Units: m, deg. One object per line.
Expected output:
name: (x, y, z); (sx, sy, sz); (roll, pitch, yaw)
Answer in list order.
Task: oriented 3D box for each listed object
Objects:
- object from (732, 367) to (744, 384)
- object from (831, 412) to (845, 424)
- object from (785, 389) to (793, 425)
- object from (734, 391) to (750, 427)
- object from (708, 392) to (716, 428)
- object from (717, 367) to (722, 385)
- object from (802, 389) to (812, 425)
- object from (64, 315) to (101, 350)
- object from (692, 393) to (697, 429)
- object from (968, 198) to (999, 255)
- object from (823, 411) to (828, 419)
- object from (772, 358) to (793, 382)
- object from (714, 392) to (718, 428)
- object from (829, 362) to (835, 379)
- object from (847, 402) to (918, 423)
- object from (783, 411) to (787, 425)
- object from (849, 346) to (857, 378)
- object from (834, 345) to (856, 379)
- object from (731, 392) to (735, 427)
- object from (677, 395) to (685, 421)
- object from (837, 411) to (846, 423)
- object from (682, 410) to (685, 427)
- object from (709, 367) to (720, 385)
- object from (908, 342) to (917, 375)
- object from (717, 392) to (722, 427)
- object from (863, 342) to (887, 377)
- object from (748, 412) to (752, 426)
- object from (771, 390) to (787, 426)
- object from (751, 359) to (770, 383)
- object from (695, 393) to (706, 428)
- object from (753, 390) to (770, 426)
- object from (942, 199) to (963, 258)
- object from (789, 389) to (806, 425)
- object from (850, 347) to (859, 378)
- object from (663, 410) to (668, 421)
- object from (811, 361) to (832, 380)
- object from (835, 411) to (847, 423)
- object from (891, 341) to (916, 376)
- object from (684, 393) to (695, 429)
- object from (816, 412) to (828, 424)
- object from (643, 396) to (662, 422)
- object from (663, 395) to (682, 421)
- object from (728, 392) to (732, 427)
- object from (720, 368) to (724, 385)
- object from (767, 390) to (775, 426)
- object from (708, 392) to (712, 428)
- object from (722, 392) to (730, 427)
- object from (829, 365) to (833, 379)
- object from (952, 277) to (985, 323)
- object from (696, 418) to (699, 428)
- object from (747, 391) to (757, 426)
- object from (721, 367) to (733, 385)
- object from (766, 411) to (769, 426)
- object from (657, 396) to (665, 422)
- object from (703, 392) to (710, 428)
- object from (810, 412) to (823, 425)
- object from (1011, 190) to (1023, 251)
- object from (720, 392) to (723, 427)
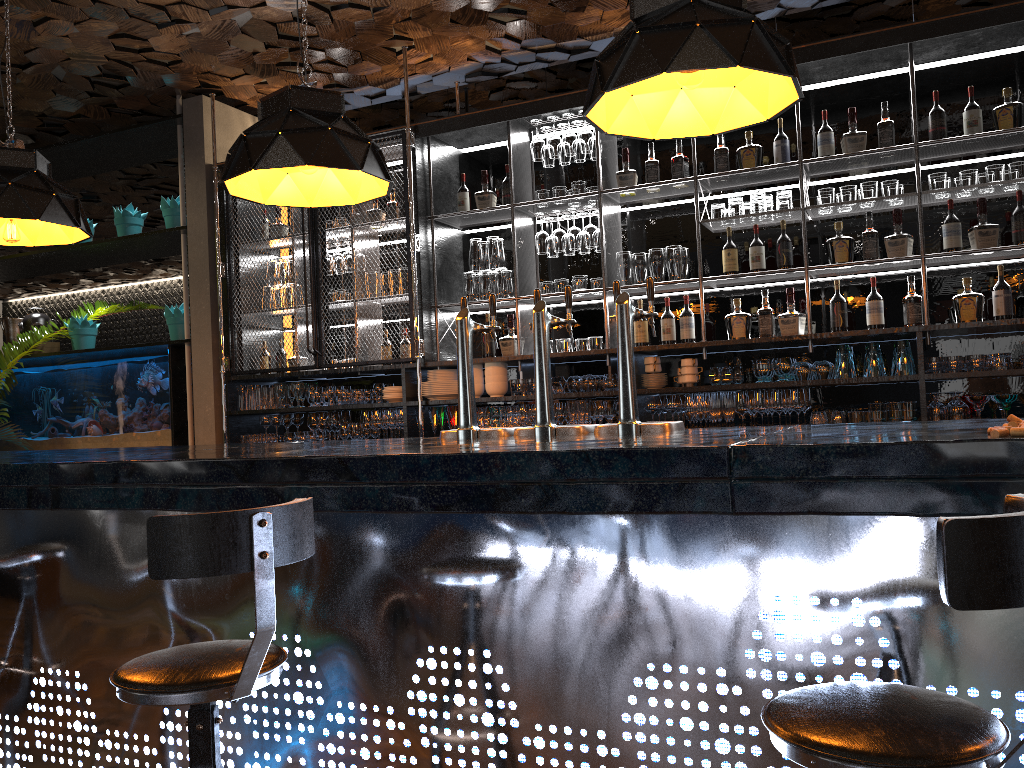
object: (1.258, -0.047, 4.944); (0.058, 0.099, 0.067); (-4, -2, 37)
object: (1.692, 0.195, 4.609); (0.067, 0.099, 0.067); (-3, -2, -4)
object: (1.515, 0.144, 4.839); (0.091, 0.229, 0.091); (-3, -2, 18)
object: (1.255, 0.156, 4.830); (0.091, 0.229, 0.091); (-3, -2, 11)
object: (1.103, 0.163, 4.877); (0.049, 0.231, 0.049); (-4, -2, 36)
object: (1.134, -0.042, 4.917); (0.067, 0.099, 0.058); (-3, -2, -6)
object: (1.622, 0.141, 4.920); (0.091, 0.229, 0.091); (-3, -2, 22)
object: (-3.421, -0.399, 7.066); (0.265, 0.325, 0.245); (-2, -2, -11)
object: (1.028, 0.169, 5.015); (0.058, 0.234, 0.058); (-1, -2, -43)
object: (2.392, -0.804, 4.503); (0.123, 0.279, 0.123); (-3, -2, 13)
object: (1.695, 0.201, 4.856); (0.067, 0.100, 0.067); (-3, -2, 17)
object: (1.446, -0.075, 4.742); (0.108, 0.126, 0.108); (-2, -2, -31)
object: (1.131, 0.163, 4.937); (0.049, 0.231, 0.049); (-4, -2, 33)
object: (1.706, -0.070, 4.821); (0.098, 0.097, 0.098); (-3, -2, 11)
object: (1.926, 0.166, 4.627); (0.356, 0.134, 0.206); (-4, -2, 32)
object: (1.529, 0.147, 4.958); (0.091, 0.229, 0.091); (-2, -2, -7)
object: (1.753, -0.114, 4.676); (0.115, 0.172, 0.101); (-4, -2, 34)
object: (1.708, -0.115, 4.565); (0.101, 0.172, 0.115); (-2, -2, -36)
object: (1.232, 0.159, 4.962); (0.049, 0.231, 0.049); (-4, -2, 32)
object: (0.959, 0.178, 5.100); (0.108, 0.227, 0.108); (-2, -2, -11)
object: (1.744, 0.196, 4.723); (0.067, 0.099, 0.067); (-3, -2, -4)
object: (1.009, 0.178, 5.211); (0.108, 0.227, 0.108); (-2, -2, -30)
object: (1.108, -0.042, 4.854); (0.067, 0.099, 0.058); (-2, -2, -20)
object: (2.013, -0.129, 4.553); (0.115, 0.172, 0.101); (-3, -2, 9)
object: (1.163, 0.163, 4.990); (0.049, 0.231, 0.049); (-2, -2, -29)
object: (1.834, -0.122, 4.497); (0.115, 0.172, 0.101); (-3, -2, 9)
object: (1.357, 0.157, 5.038); (0.091, 0.229, 0.091); (-2, -2, -30)
object: (1.433, 0.145, 4.753); (0.091, 0.229, 0.091); (-1, -2, -38)
object: (1.344, -0.068, 4.786); (0.100, 0.125, 0.100); (-2, -2, -27)
object: (1.047, 0.165, 4.923); (0.058, 0.234, 0.058); (-4, -2, 28)
object: (1.350, 0.150, 4.792); (0.091, 0.229, 0.091); (-2, -2, -18)
object: (2.272, -0.807, 4.580); (0.086, 0.298, 0.086); (-2, -2, -17)
object: (1.520, 0.140, 4.712); (0.091, 0.229, 0.091); (-3, -2, -3)
object: (1.810, -0.113, 4.785); (0.115, 0.172, 0.101); (-3, -2, 9)
object: (0.907, 0.184, 5.258); (0.108, 0.227, 0.108); (-2, -2, -34)
object: (1.617, -0.071, 4.631); (0.098, 0.097, 0.098); (-2, -2, -32)
object: (1.782, 0.197, 4.812); (0.067, 0.099, 0.067); (-3, -2, -4)
object: (1.958, -0.130, 4.450); (0.115, 0.172, 0.101); (-2, -2, -36)
object: (0.991, 0.168, 4.938); (0.058, 0.234, 0.058); (-2, -2, -23)
object: (1.658, 0.200, 4.751); (0.067, 0.100, 0.067); (-3, -2, 17)
object: (0.802, 0.183, 5.040); (0.108, 0.227, 0.108); (-3, -2, 16)
object: (0.907, 0.177, 4.994); (0.108, 0.227, 0.108); (-3, -2, -5)
object: (1.200, 0.159, 4.905); (0.049, 0.231, 0.049); (-4, -2, 28)
object: (1.194, -0.042, 4.996); (0.058, 0.099, 0.067); (-3, -2, 27)
object: (1.430, 0.149, 4.880); (0.091, 0.229, 0.091); (-2, -2, -34)
object: (1.134, 0.166, 5.086); (0.058, 0.234, 0.058); (-3, -2, 1)
object: (1.171, 0.159, 4.846); (0.049, 0.231, 0.049); (-3, -2, 20)
object: (1.659, -0.070, 4.730); (0.098, 0.097, 0.098); (-1, -2, -41)
object: (2.336, -0.421, 4.540); (0.151, 0.248, 0.094); (-4, -2, 33)
object: (1.057, 0.169, 5.082); (0.058, 0.234, 0.058); (-3, -2, -1)
object: (1.343, 0.154, 4.920); (0.091, 0.229, 0.091); (-1, -2, -45)
object: (1.179, -0.045, 4.865); (0.058, 0.099, 0.067); (-2, -2, -30)
object: (1.441, 0.152, 5.000); (0.091, 0.229, 0.091); (-2, -2, -14)
object: (0.856, 0.184, 5.147); (0.108, 0.227, 0.108); (-3, -2, 4)
object: (1.095, 0.165, 5.006); (0.058, 0.234, 0.058); (-2, -2, -32)
object: (1.598, 0.200, 4.655); (0.067, 0.100, 0.067); (-3, -2, 17)
object: (2.553, -0.824, 4.448); (0.086, 0.299, 0.086); (-2, -2, -17)
object: (1.185, 0.164, 5.052); (0.049, 0.231, 0.049); (-3, -2, 14)
